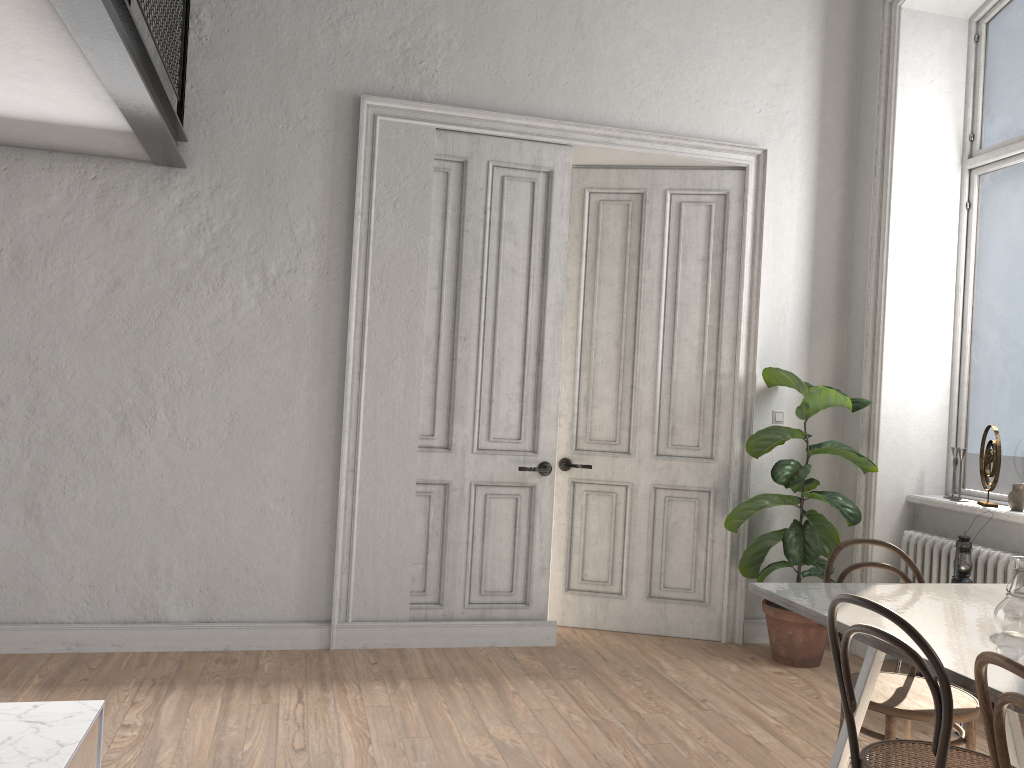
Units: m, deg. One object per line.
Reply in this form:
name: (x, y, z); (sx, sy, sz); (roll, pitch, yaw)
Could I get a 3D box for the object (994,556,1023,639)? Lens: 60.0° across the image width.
object: (1.440, 0.602, 2.507); (0.132, 0.219, 0.132); (3, -1, -24)

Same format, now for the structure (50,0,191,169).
structure: (-2.938, -1.825, 1.143); (4.158, 1.213, 5.927); (3, -1, -14)

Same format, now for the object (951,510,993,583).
object: (2.112, 0.765, 4.100); (0.154, 0.383, 0.163); (4, -1, -40)

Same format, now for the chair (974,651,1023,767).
chair: (1.205, 1.008, 1.752); (0.549, 0.920, 0.438); (3, -1, -3)

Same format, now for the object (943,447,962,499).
object: (2.476, 0.499, 4.967); (0.095, 0.289, 0.095); (3, 0, 18)

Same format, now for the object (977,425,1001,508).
object: (2.516, 0.428, 4.661); (0.087, 0.425, 0.347); (3, -1, 19)

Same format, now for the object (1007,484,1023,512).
object: (2.550, 0.568, 4.471); (0.102, 0.142, 0.100); (4, -1, -39)

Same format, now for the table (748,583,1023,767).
table: (1.591, 1.104, 2.127); (1.100, 0.779, 2.200); (3, -1, -14)

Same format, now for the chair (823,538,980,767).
chair: (1.342, 1.037, 3.070); (0.438, 0.920, 0.549); (3, -1, -5)

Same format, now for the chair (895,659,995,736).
chair: (2.010, 1.287, 4.120); (0.360, 0.522, 0.364); (4, -1, -40)

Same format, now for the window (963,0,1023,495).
window: (2.864, -0.816, 4.322); (0.013, 2.843, 1.622); (3, -1, -14)

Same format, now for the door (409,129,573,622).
door: (-0.270, 0.027, 4.912); (1.097, 2.814, 0.216); (3, 0, -12)

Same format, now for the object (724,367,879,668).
object: (1.992, 0.598, 2.412); (0.792, 1.842, 5.827); (3, -1, -9)

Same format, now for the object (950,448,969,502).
object: (2.448, 0.496, 4.840); (0.095, 0.289, 0.095); (3, 0, 9)

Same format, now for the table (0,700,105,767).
table: (-1.553, 1.126, 2.167); (0.849, 0.392, 0.849); (3, -1, -14)

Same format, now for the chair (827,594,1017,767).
chair: (1.101, 1.012, 2.329); (0.549, 0.920, 0.438); (3, -1, -18)

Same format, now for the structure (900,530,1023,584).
structure: (2.882, -0.668, 2.488); (0.340, 4.473, 5.182); (3, -1, -14)

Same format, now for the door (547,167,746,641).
door: (0.818, 0.093, 5.349); (1.097, 2.814, 0.216); (3, 0, 11)
